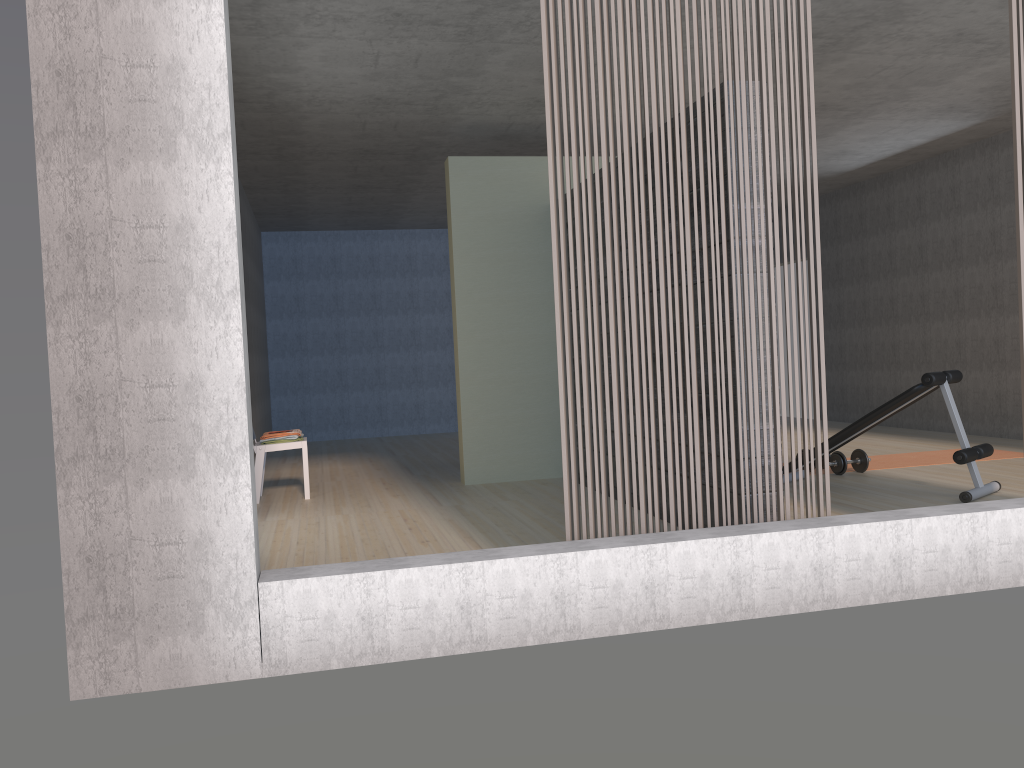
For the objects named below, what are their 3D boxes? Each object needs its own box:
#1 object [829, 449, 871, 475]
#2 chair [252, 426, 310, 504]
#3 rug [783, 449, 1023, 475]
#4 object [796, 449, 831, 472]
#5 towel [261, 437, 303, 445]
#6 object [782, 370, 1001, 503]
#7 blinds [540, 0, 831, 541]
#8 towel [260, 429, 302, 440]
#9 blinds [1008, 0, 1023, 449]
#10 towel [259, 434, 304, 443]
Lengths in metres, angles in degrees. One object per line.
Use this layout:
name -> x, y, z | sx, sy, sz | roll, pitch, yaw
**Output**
object -> 2.441, 0.565, 6.423 | 0.385, 0.176, 0.176 | -3, 2, -21
chair -> -1.757, 0.507, 6.604 | 0.457, 0.697, 0.417 | -3, 2, -13
rug -> 2.695, 0.623, 6.927 | 2.779, 0.002, 0.716 | -3, 2, -12
object -> 2.245, 0.560, 6.604 | 0.385, 0.176, 0.176 | -4, 2, -41
towel -> -1.709, 0.418, 6.606 | 0.307, 0.038, 0.297 | -3, 2, -14
object -> 2.310, 0.301, 5.655 | 0.505, 0.746, 1.312 | -4, 2, -43
blinds -> 0.693, -0.557, 3.429 | 1.133, 2.744, 0.069 | -3, 2, -12
towel -> -1.717, 0.374, 6.605 | 0.294, 0.046, 0.297 | -3, 2, -12
blinds -> 2.677, -0.667, 3.864 | 1.133, 2.744, 0.069 | -3, 2, -12
towel -> -1.717, 0.398, 6.610 | 0.306, 0.047, 0.297 | -3, 2, -8
